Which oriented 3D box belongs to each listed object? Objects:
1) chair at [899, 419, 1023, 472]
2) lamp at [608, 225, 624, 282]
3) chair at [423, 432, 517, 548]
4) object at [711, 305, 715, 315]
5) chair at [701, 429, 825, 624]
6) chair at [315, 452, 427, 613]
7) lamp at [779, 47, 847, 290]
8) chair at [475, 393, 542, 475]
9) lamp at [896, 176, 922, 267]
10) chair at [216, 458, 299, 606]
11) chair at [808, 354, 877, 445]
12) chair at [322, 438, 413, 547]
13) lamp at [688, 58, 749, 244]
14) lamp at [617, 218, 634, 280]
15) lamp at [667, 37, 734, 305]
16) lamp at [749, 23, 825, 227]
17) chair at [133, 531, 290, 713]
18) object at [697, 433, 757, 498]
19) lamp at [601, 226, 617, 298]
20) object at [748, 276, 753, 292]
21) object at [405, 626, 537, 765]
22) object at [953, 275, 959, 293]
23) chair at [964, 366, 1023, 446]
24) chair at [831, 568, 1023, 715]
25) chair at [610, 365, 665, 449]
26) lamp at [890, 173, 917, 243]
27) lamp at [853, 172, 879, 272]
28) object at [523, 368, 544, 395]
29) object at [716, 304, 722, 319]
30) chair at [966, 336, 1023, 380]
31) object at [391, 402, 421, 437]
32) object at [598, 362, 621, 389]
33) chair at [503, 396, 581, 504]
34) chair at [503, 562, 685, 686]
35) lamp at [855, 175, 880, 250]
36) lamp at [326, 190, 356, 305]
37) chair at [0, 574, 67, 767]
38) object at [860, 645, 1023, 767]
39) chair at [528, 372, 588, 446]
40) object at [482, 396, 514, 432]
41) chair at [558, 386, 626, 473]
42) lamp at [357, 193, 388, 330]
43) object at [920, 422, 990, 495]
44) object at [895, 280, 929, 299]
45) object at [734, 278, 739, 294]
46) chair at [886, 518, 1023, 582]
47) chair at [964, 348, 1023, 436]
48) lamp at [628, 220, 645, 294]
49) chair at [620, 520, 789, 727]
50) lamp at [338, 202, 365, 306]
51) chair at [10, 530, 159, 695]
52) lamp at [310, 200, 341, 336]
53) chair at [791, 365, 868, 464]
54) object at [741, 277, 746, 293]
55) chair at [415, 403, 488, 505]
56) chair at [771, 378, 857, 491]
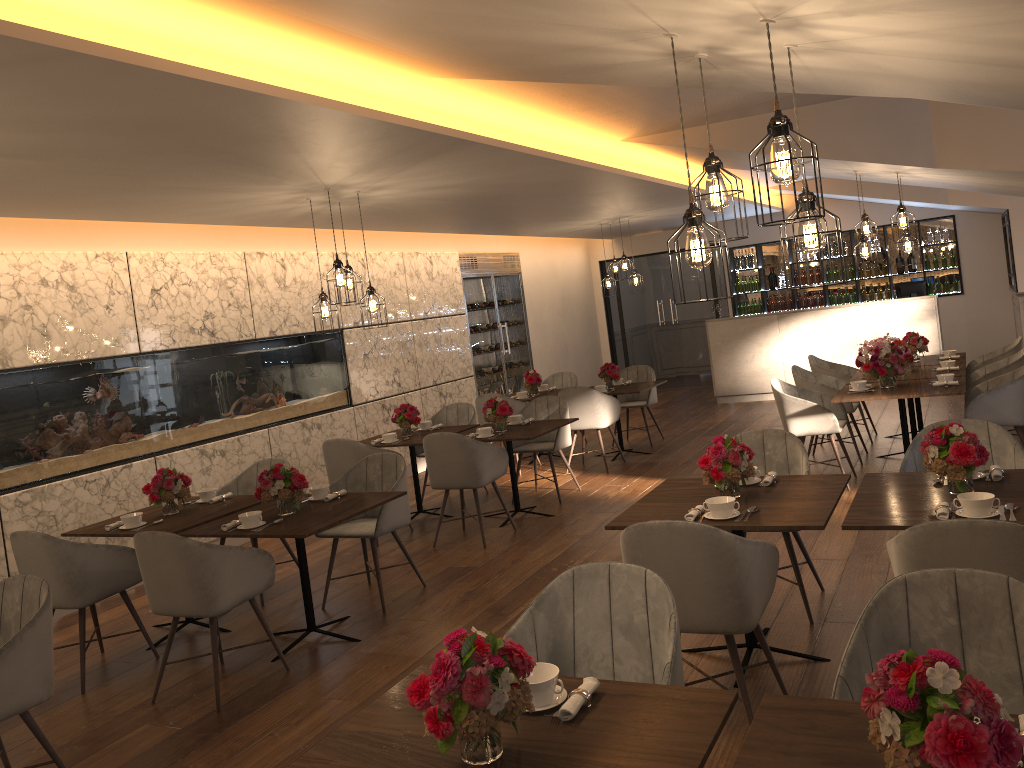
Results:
[{"bbox_3d":[2.147,0.638,4.147,0.563,0.871,0.529,-6,3,28],"label":"chair"},{"bbox_3d":[1.249,-2.378,11.596,0.174,2.068,0.176,-7,2,29],"label":"lamp"},{"bbox_3d":[-0.347,0.749,6.692,0.563,0.871,0.529,-6,3,28],"label":"chair"},{"bbox_3d":[2.870,-1.027,12.621,0.065,0.207,0.065,-7,2,19],"label":"object"},{"bbox_3d":[1.301,0.710,4.589,0.563,0.871,0.529,-6,3,28],"label":"chair"},{"bbox_3d":[-0.902,0.913,5.576,0.563,0.871,0.529,-6,3,28],"label":"chair"},{"bbox_3d":[0.820,-1.328,2.737,0.174,2.068,0.176,-7,2,29],"label":"lamp"},{"bbox_3d":[-0.066,0.495,9.332,0.563,0.871,0.529,-6,3,28],"label":"chair"},{"bbox_3d":[3.207,-2.020,7.396,0.174,2.068,0.176,-7,2,29],"label":"lamp"},{"bbox_3d":[-1.748,0.985,6.018,0.563,0.871,0.529,-6,3,28],"label":"chair"},{"bbox_3d":[3.239,0.122,8.696,0.525,0.871,0.567,-6,3,28],"label":"chair"},{"bbox_3d":[-1.193,0.821,7.134,0.563,0.871,0.529,-6,3,28],"label":"chair"},{"bbox_3d":[0.600,-1.522,3.061,0.174,2.068,0.176,-7,2,29],"label":"lamp"},{"bbox_3d":[1.294,-2.333,10.976,0.174,2.068,0.176,-7,2,29],"label":"lamp"},{"bbox_3d":[0.476,-1.286,2.775,0.174,2.068,0.176,-7,2,29],"label":"lamp"},{"bbox_3d":[0.646,-1.476,2.441,0.174,2.068,0.176,-7,2,29],"label":"lamp"},{"bbox_3d":[-1.519,1.089,4.405,0.563,0.871,0.529,-6,3,28],"label":"chair"},{"bbox_3d":[0.967,0.361,4.004,0.306,0.301,0.233,-10,4,-43],"label":"object"},{"bbox_3d":[1.124,-2.143,11.310,0.174,2.068,0.176,-7,2,29],"label":"lamp"},{"bbox_3d":[3.790,-1.589,14.077,0.065,0.261,0.066,-7,2,6],"label":"object"},{"bbox_3d":[-0.088,0.668,1.944,0.306,0.301,0.233,-10,4,-43],"label":"object"},{"bbox_3d":[6.387,-1.449,12.752,0.065,0.261,0.066,-7,2,6],"label":"object"},{"bbox_3d":[3.564,0.267,6.434,0.525,0.871,0.567,-6,3,28],"label":"chair"},{"bbox_3d":[1.091,0.944,2.086,0.563,0.871,0.529,-6,3,28],"label":"chair"},{"bbox_3d":[1.396,0.246,10.061,0.563,0.871,0.529,-6,3,28],"label":"chair"},{"bbox_3d":[3.033,-2.168,7.100,0.174,2.068,0.176,-7,2,29],"label":"lamp"},{"bbox_3d":[2.863,-1.979,7.434,0.174,2.068,0.176,-7,2,29],"label":"lamp"},{"bbox_3d":[0.240,-0.031,9.873,0.234,0.301,0.306,-7,3,3],"label":"object"},{"bbox_3d":[2.947,-1.034,12.585,0.065,0.207,0.146,-7,3,19],"label":"object"},{"bbox_3d":[4.417,0.019,8.100,0.525,0.871,0.567,-6,3,28],"label":"chair"},{"bbox_3d":[-0.930,0.301,7.684,0.235,0.301,0.304,-10,4,-41],"label":"object"},{"bbox_3d":[1.032,-0.098,9.468,0.234,0.301,0.305,-8,3,-15],"label":"object"},{"bbox_3d":[0.270,0.573,7.863,0.563,0.871,0.529,-6,3,28],"label":"chair"},{"bbox_3d":[0.245,1.017,2.528,0.563,0.871,0.529,-6,3,28],"label":"chair"},{"bbox_3d":[2.988,-2.214,7.720,0.174,2.068,0.176,-7,2,29],"label":"lamp"},{"bbox_3d":[-1.274,-1.569,5.960,0.174,2.068,0.176,-7,2,29],"label":"lamp"},{"bbox_3d":[-2.028,1.239,3.378,0.563,0.871,0.529,-6,3,28],"label":"chair"},{"bbox_3d":[0.745,0.595,1.522,0.234,0.301,0.306,-7,3,3],"label":"object"},{"bbox_3d":[0.551,0.319,10.503,0.563,0.871,0.529,-6,3,28],"label":"chair"},{"bbox_3d":[-0.106,0.234,7.221,0.235,0.301,0.305,-9,3,-30],"label":"object"},{"bbox_3d":[0.779,0.422,8.890,0.563,0.871,0.529,-6,3,28],"label":"chair"},{"bbox_3d":[-1.099,-1.421,6.256,0.174,2.068,0.176,-7,2,29],"label":"lamp"},{"bbox_3d":[1.800,0.289,3.582,0.234,0.301,0.306,-7,3,3],"label":"object"},{"bbox_3d":[5.240,-1.172,11.570,0.408,0.328,0.130,-7,2,5],"label":"object"},{"bbox_3d":[3.595,-1.573,14.179,0.065,0.261,0.066,-7,2,6],"label":"object"},{"bbox_3d":[1.571,0.811,2.954,0.563,0.871,0.529,-6,3,28],"label":"chair"},{"bbox_3d":[3.991,0.143,7.267,0.525,0.871,0.567,-6,3,28],"label":"chair"},{"bbox_3d":[1.469,-2.185,11.272,0.174,2.068,0.176,-7,2,29],"label":"lamp"},{"bbox_3d":[0.725,0.883,3.397,0.563,0.871,0.529,-6,3,28],"label":"chair"},{"bbox_3d":[-1.319,-1.615,6.581,0.174,2.068,0.176,-7,2,29],"label":"lamp"},{"bbox_3d":[-2.365,1.161,4.847,0.563,0.871,0.529,-6,3,28],"label":"chair"},{"bbox_3d":[-1.444,-1.380,6.294,0.174,2.068,0.176,-7,2,29],"label":"lamp"},{"bbox_3d":[2.812,0.245,7.863,0.525,0.871,0.567,-6,3,28],"label":"chair"},{"bbox_3d":[3.693,-1.581,14.128,0.065,0.261,0.066,-7,2,6],"label":"object"},{"bbox_3d":[-0.576,0.645,8.305,0.563,0.871,0.529,-6,3,28],"label":"chair"},{"bbox_3d":[2.385,0.369,7.030,0.525,0.871,0.567,-6,3,28],"label":"chair"}]
